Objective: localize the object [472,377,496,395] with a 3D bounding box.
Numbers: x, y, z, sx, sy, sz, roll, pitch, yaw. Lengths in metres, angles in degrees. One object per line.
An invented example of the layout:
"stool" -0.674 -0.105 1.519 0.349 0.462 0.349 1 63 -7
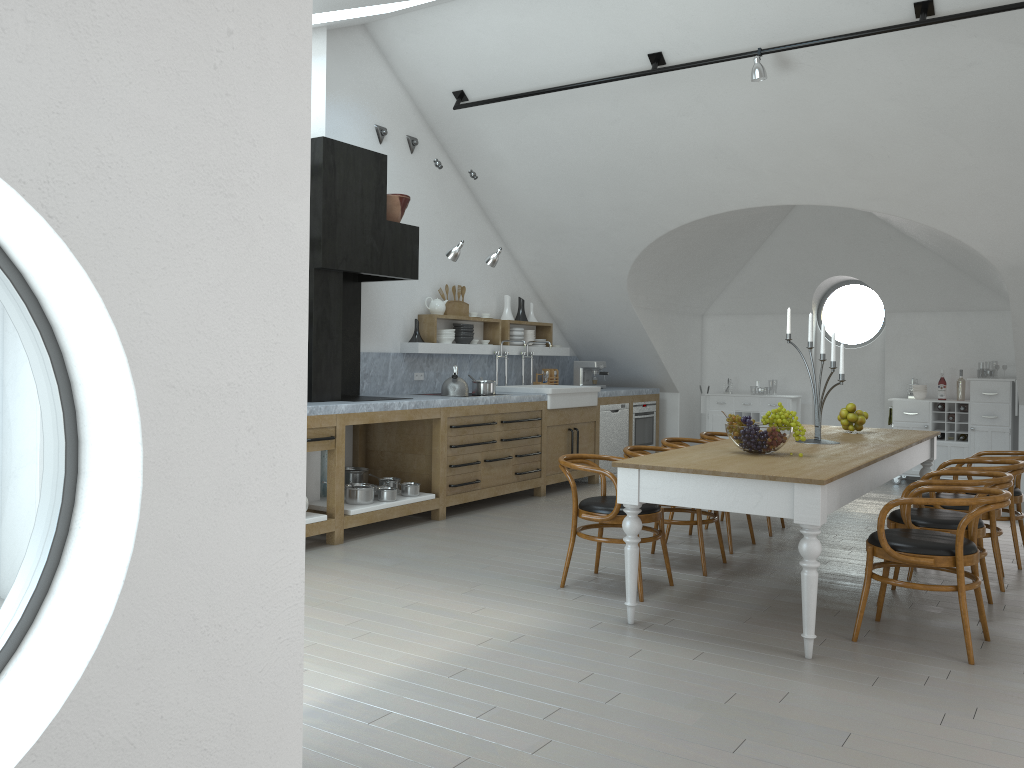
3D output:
"object" -0.237 0.026 8.134 0.232 0.170 0.394 1 1 13

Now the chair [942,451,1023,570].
"chair" 3.198 0.806 5.914 0.621 0.735 0.527 1 1 36

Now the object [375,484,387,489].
"object" -1.055 0.809 6.847 0.041 0.045 0.247 1 2 32

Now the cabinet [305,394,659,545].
"cabinet" -0.404 0.666 8.113 1.004 1.022 6.428 1 2 33

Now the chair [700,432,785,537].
"chair" 1.773 0.757 6.914 0.621 0.735 0.527 1 1 30

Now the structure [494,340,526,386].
"structure" 0.000 -0.181 8.954 0.332 0.530 0.214 1 0 14

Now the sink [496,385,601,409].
"sink" 0.345 0.125 8.972 0.727 0.202 1.021 2 2 33

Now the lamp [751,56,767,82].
"lamp" 1.753 -2.237 6.286 0.112 0.175 0.114 1 0 -4

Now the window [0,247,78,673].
"window" -1.509 0.188 1.590 0.104 1.470 1.470 1 1 33

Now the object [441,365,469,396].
"object" -0.496 -0.031 7.731 0.246 0.267 0.246 1 1 43

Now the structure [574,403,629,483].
"structure" 0.862 0.621 9.740 0.599 0.823 0.724 1 1 33

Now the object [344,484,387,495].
"object" -1.180 0.811 6.843 0.508 0.052 0.263 1 2 10

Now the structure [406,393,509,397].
"structure" -0.457 0.115 7.937 0.647 0.041 0.737 2 2 33

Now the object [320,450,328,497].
"object" -1.431 0.613 6.863 0.231 0.498 0.231 1 0 -15

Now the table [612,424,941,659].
"table" 1.828 0.765 5.459 1.019 0.799 3.349 1 2 33

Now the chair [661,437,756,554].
"chair" 1.366 0.769 6.316 0.621 0.735 0.527 1 1 37

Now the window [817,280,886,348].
"window" 4.022 -0.821 10.459 0.900 0.900 0.060 1 0 33

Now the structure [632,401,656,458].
"structure" 1.283 0.513 10.369 0.631 0.636 0.632 1 1 33

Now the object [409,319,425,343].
"object" -0.869 -0.486 8.088 0.156 0.218 0.156 1 1 15

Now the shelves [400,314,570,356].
"shelves" -0.825 -0.956 7.886 0.480 1.361 5.550 1 1 28

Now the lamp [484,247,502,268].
"lamp" -0.157 -1.109 7.791 0.169 0.176 0.112 1 1 26

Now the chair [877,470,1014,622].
"chair" 2.328 0.828 4.749 0.621 0.735 0.527 1 1 33

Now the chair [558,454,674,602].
"chair" 0.566 0.793 5.103 0.621 0.735 0.527 1 1 33

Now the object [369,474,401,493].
"object" -1.005 0.799 7.097 0.182 0.133 0.309 0 2 -32

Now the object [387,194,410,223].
"object" -0.997 -1.384 7.099 0.348 0.236 0.366 0 1 -39

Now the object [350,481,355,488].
"object" -1.115 0.776 6.463 0.051 0.152 0.190 1 1 33

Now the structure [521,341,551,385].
"structure" 0.269 -0.189 9.362 0.332 0.530 0.214 1 0 14

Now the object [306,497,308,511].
"object" -1.668 0.775 5.793 0.429 0.231 0.527 2 2 31

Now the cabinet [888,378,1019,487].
"cabinet" 4.692 0.510 9.438 1.243 1.154 0.610 1 1 33

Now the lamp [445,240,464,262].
"lamp" -0.479 -1.096 7.311 0.115 0.178 0.164 0 1 -38

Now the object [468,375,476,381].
"object" -0.308 0.000 8.086 0.236 0.167 0.051 1 0 29

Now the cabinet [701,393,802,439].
"cabinet" 2.811 0.521 10.451 1.135 0.789 0.497 2 1 33

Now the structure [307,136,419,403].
"structure" -1.328 -0.826 6.886 0.780 1.884 1.075 1 0 33

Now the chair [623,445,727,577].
"chair" 1.016 0.783 5.675 0.621 0.735 0.527 1 1 30

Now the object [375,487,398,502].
"object" -0.982 0.820 6.662 0.261 0.113 0.153 1 1 23

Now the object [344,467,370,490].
"object" -1.389 0.761 7.220 0.455 0.197 0.268 0 1 -22

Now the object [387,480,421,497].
"object" -0.833 0.815 6.926 0.261 0.113 0.153 2 1 33

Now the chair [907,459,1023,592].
"chair" 2.742 0.816 5.348 0.621 0.735 0.527 1 1 29

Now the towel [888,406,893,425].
"towel" 4.205 0.352 9.824 0.049 0.204 0.150 1 0 34

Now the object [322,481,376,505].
"object" -1.187 0.801 6.547 0.378 0.164 0.223 1 1 23

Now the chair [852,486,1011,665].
"chair" 1.962 0.842 4.120 0.621 0.735 0.527 1 1 37
